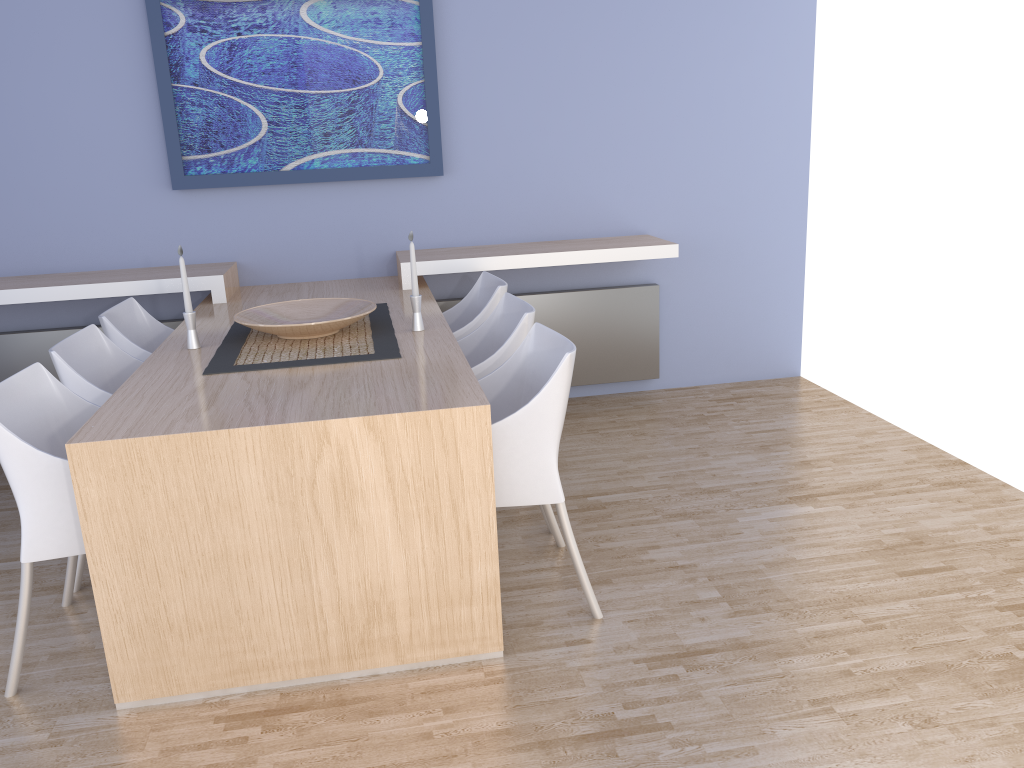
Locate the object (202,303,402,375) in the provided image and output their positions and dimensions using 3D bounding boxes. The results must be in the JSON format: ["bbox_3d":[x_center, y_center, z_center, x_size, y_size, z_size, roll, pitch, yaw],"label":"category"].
[{"bbox_3d":[-0.720,-0.181,3.153,0.594,0.005,0.986,-5,16,-9],"label":"object"}]

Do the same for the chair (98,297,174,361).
[{"bbox_3d":[-1.357,0.062,3.597,0.486,0.793,0.510,-5,16,-9],"label":"chair"}]

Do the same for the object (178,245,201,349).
[{"bbox_3d":[-1.086,-0.291,2.964,0.045,0.349,0.045,7,18,31],"label":"object"}]

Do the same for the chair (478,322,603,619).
[{"bbox_3d":[-0.032,0.256,2.678,0.486,0.793,0.510,-5,16,-9],"label":"chair"}]

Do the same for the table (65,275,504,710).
[{"bbox_3d":[-0.730,0.140,3.350,1.002,0.718,2.340,-5,16,-9],"label":"table"}]

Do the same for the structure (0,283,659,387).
[{"bbox_3d":[-1.122,-0.108,4.392,3.843,0.503,0.064,-5,16,-9],"label":"structure"}]

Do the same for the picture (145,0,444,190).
[{"bbox_3d":[-0.969,-1.386,4.073,1.252,0.901,0.049,-5,16,-9],"label":"picture"}]

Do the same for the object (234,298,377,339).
[{"bbox_3d":[-0.726,-0.222,3.143,0.493,0.081,0.493,0,16,9],"label":"object"}]

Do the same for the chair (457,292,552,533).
[{"bbox_3d":[-0.133,0.103,3.245,0.486,0.793,0.510,-5,16,-8],"label":"chair"}]

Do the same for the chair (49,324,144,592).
[{"bbox_3d":[-1.259,0.210,3.050,0.486,0.793,0.510,-5,16,-9],"label":"chair"}]

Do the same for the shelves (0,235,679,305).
[{"bbox_3d":[-1.161,-0.137,4.187,3.901,0.840,0.463,-5,16,-9],"label":"shelves"}]

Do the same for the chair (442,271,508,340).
[{"bbox_3d":[-0.233,-0.049,3.804,0.486,0.793,0.510,-5,16,-9],"label":"chair"}]

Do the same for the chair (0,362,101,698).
[{"bbox_3d":[-1.161,0.358,2.504,0.486,0.793,0.510,-5,16,-9],"label":"chair"}]

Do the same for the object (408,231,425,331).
[{"bbox_3d":[-0.338,-0.358,3.079,0.045,0.349,0.045,-5,16,-9],"label":"object"}]
